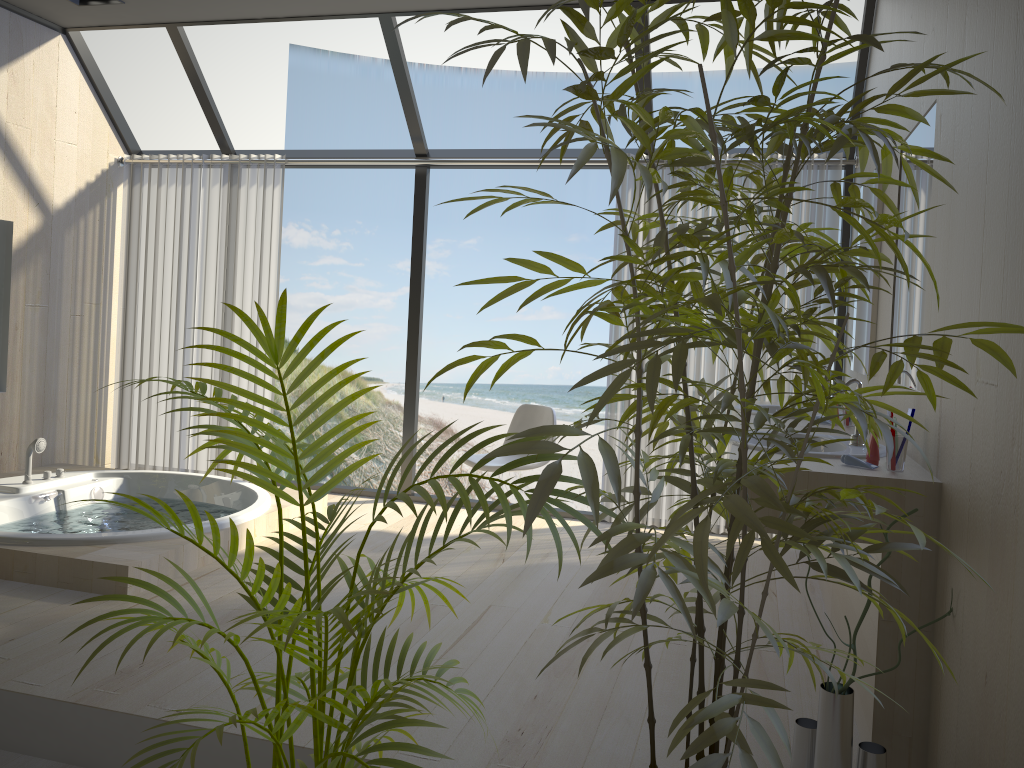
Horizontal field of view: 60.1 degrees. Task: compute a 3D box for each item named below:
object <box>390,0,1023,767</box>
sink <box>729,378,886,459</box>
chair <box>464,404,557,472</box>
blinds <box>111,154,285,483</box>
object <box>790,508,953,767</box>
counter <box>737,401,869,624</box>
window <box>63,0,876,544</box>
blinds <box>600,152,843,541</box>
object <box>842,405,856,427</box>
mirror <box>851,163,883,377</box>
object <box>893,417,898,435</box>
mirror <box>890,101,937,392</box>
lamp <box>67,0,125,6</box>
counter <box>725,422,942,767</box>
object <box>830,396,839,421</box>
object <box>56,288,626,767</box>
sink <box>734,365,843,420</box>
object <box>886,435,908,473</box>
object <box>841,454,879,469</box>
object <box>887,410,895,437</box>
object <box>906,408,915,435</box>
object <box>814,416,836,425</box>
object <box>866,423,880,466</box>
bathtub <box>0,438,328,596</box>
[{"bbox_3d":[0.361,0.184,1.352,0.788,1.755,0.935,4,2,40],"label":"object"},{"bbox_3d":[0.956,0.181,2.888,0.504,0.419,0.574,4,3,18],"label":"sink"},{"bbox_3d":[0.004,0.294,4.782,0.370,0.347,0.454,5,4,44],"label":"chair"},{"bbox_3d":[-2.014,-0.438,5.695,1.183,2.069,0.084,3,1,15],"label":"blinds"},{"bbox_3d":[0.907,0.661,2.171,0.407,0.748,0.274,3,1,3],"label":"object"},{"bbox_3d":[1.306,0.529,4.077,0.551,0.790,1.206,3,3,15],"label":"counter"},{"bbox_3d":[-0.471,-0.660,5.076,4.564,2.811,0.745,4,1,15],"label":"window"},{"bbox_3d":[1.123,-0.223,4.843,1.183,2.069,0.084,3,1,15],"label":"blinds"},{"bbox_3d":[1.365,0.124,3.581,0.058,0.100,0.058,3,2,22],"label":"object"},{"bbox_3d":[1.570,-0.482,3.920,0.023,0.867,0.654,3,2,15],"label":"mirror"},{"bbox_3d":[1.115,0.165,2.587,0.039,0.135,0.039,2,1,-34],"label":"object"},{"bbox_3d":[1.325,-0.423,2.913,0.023,0.867,0.654,3,2,15],"label":"mirror"},{"bbox_3d":[-2.260,-2.121,4.758,0.301,0.112,0.164,4,3,15],"label":"lamp"},{"bbox_3d":[0.990,0.596,2.913,0.551,0.790,1.206,3,3,15],"label":"counter"},{"bbox_3d":[1.343,0.099,3.679,0.039,0.135,0.039,2,1,-26],"label":"object"},{"bbox_3d":[-0.386,0.423,1.511,0.750,1.156,0.918,1,2,-41],"label":"object"},{"bbox_3d":[1.272,0.114,4.052,0.504,0.419,0.574,4,3,18],"label":"sink"},{"bbox_3d":[1.049,0.191,2.417,0.058,0.100,0.058,4,2,25],"label":"object"},{"bbox_3d":[0.964,0.216,2.462,0.032,0.029,0.105,1,4,-35],"label":"object"},{"bbox_3d":[1.027,0.149,2.399,0.050,0.178,0.012,2,1,-36],"label":"object"},{"bbox_3d":[1.062,0.152,2.406,0.054,0.175,0.012,4,1,40],"label":"object"},{"bbox_3d":[1.281,0.149,3.626,0.032,0.029,0.105,1,4,-35],"label":"object"},{"bbox_3d":[1.027,0.166,2.515,0.039,0.135,0.039,2,1,-34],"label":"object"},{"bbox_3d":[-2.131,0.661,4.419,1.822,0.698,1.649,4,4,15],"label":"bathtub"}]
